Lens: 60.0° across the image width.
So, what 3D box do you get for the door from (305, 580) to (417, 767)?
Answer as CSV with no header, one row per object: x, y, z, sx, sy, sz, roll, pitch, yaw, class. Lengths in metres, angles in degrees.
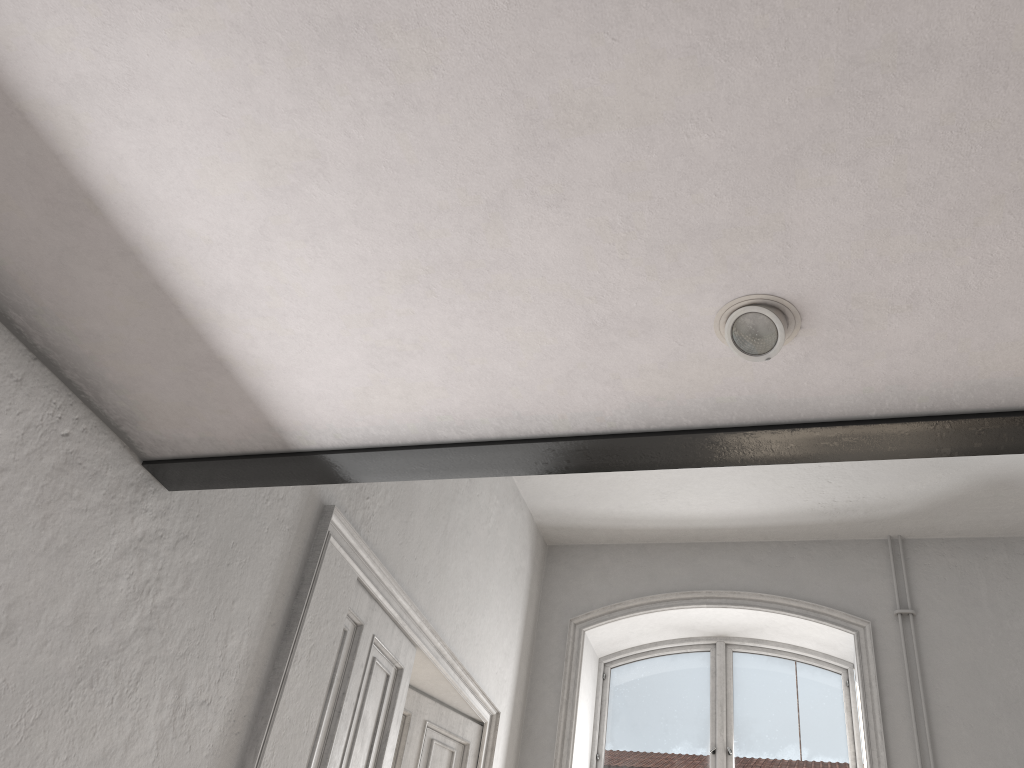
-0.869,2.094,3.282,0.216,2.802,1.101,-5,-41,19,door

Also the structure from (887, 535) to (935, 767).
2.877,2.780,4.615,5.183,4.455,0.341,-4,-41,18,structure

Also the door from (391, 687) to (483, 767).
-0.699,2.843,4.178,0.216,2.802,1.099,-24,-49,36,door

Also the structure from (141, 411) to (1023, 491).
1.220,-1.661,0.765,5.928,1.208,4.174,-4,-41,18,structure

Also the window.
1.322,3.034,5.569,1.623,2.831,0.013,-4,-40,18,window
